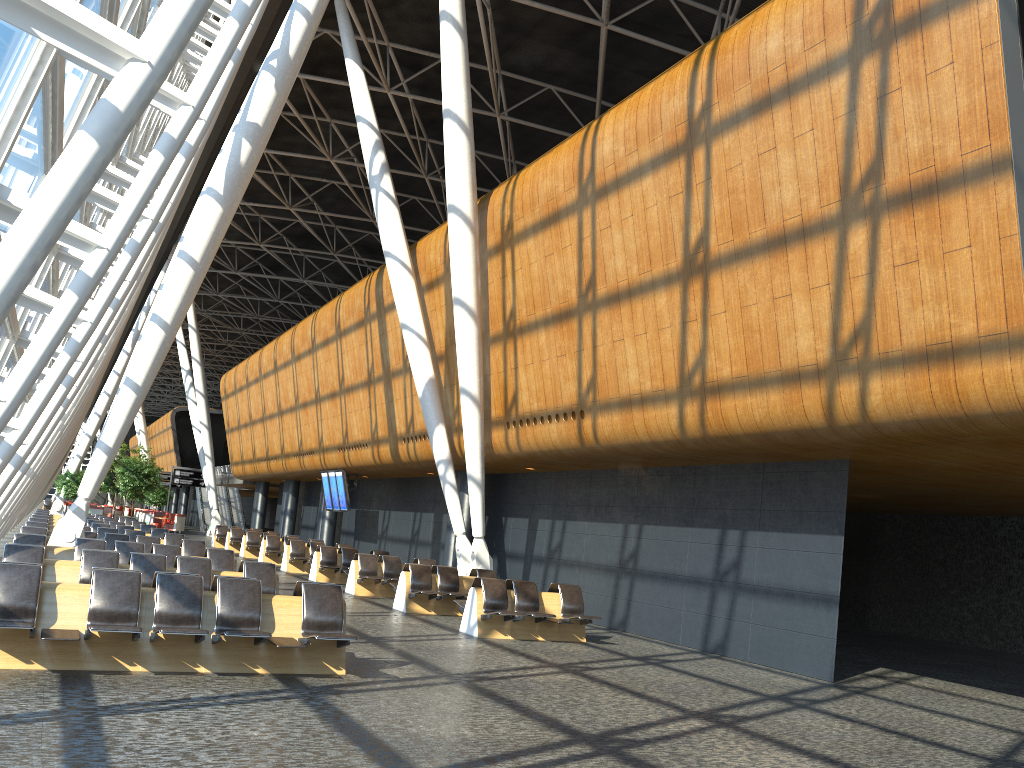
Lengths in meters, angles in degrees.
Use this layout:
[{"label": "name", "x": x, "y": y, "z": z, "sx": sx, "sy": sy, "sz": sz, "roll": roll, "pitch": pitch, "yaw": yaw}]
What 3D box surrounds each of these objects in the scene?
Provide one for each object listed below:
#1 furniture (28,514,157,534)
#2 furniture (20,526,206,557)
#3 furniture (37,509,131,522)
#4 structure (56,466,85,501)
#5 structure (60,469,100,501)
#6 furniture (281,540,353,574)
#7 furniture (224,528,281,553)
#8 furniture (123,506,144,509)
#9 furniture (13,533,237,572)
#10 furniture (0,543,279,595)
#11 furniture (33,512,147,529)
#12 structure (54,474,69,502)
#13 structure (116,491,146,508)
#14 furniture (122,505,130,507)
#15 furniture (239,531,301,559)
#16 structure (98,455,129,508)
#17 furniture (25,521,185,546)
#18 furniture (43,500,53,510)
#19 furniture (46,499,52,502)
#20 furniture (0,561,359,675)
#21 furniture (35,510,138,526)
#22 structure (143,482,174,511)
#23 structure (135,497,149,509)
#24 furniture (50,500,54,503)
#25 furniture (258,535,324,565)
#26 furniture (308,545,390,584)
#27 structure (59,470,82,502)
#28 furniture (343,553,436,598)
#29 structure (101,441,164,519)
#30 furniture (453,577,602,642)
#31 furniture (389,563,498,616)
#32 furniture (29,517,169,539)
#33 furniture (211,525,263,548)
[{"label": "furniture", "x": -11.520, "y": 4.182, "z": 24.289, "sx": 3.273, "sy": 0.861, "sz": 1.667, "roll": 11, "pitch": -10, "yaw": -27}, {"label": "furniture", "x": -7.359, "y": 3.204, "z": 16.309, "sx": 3.273, "sy": 0.861, "sz": 1.667, "roll": 11, "pitch": -10, "yaw": -27}, {"label": "furniture", "x": -15.681, "y": 5.160, "z": 32.268, "sx": 3.273, "sy": 0.861, "sz": 1.667, "roll": 11, "pitch": -10, "yaw": -27}, {"label": "structure", "x": -22.342, "y": 5.684, "z": 45.119, "sx": 1.861, "sy": 2.944, "sz": 1.940, "roll": 2, "pitch": -7, "yaw": 37}, {"label": "structure", "x": -20.929, "y": 5.477, "z": 42.580, "sx": 1.776, "sy": 2.756, "sz": 1.753, "roll": 4, "pitch": -6, "yaw": 20}, {"label": "furniture", "x": -5.330, "y": 4.816, "z": 24.387, "sx": 1.909, "sy": 0.861, "sz": 1.667, "roll": 10, "pitch": -10, "yaw": -27}, {"label": "furniture", "x": -9.492, "y": 5.794, "z": 32.367, "sx": 1.909, "sy": 0.861, "sz": 1.667, "roll": 10, "pitch": -10, "yaw": -27}, {"label": "furniture", "x": -34.629, "y": 11.703, "z": 80.571, "sx": 1.909, "sy": 0.861, "sz": 1.667, "roll": 10, "pitch": -10, "yaw": -27}, {"label": "furniture", "x": -5.972, "y": 2.878, "z": 13.649, "sx": 3.273, "sy": 0.861, "sz": 1.667, "roll": 11, "pitch": -10, "yaw": -27}, {"label": "furniture", "x": -4.585, "y": 2.552, "z": 10.989, "sx": 3.273, "sy": 0.861, "sz": 1.667, "roll": 11, "pitch": -10, "yaw": -27}, {"label": "furniture", "x": -12.907, "y": 4.508, "z": 26.948, "sx": 3.273, "sy": 0.861, "sz": 1.667, "roll": 11, "pitch": -10, "yaw": -27}, {"label": "structure", "x": -25.967, "y": 6.559, "z": 51.749, "sx": 1.800, "sy": 2.790, "sz": 1.777, "roll": 4, "pitch": -6, "yaw": 20}, {"label": "structure", "x": -24.657, "y": 7.326, "z": 57.315, "sx": 2.287, "sy": 3.447, "sz": 2.233, "roll": 7, "pitch": -6, "yaw": -14}, {"label": "furniture", "x": -40.178, "y": 13.007, "z": 91.210, "sx": 1.909, "sy": 0.861, "sz": 1.667, "roll": 10, "pitch": -10, "yaw": -27}, {"label": "furniture", "x": -8.105, "y": 5.468, "z": 29.707, "sx": 1.909, "sy": 0.861, "sz": 1.667, "roll": 10, "pitch": -10, "yaw": -27}, {"label": "structure", "x": -27.510, "y": 7.139, "z": 60.933, "sx": 3.095, "sy": 4.494, "sz": 5.801, "roll": 6, "pitch": -8, "yaw": -4}, {"label": "furniture", "x": -8.746, "y": 3.530, "z": 18.969, "sx": 3.273, "sy": 0.861, "sz": 1.667, "roll": 11, "pitch": -10, "yaw": -27}, {"label": "furniture", "x": -32.497, "y": 9.113, "z": 64.513, "sx": 3.273, "sy": 0.861, "sz": 1.667, "roll": 11, "pitch": -10, "yaw": -27}, {"label": "furniture", "x": -38.045, "y": 10.417, "z": 75.153, "sx": 3.273, "sy": 0.861, "sz": 1.667, "roll": 11, "pitch": -10, "yaw": -27}, {"label": "furniture", "x": -3.198, "y": 2.226, "z": 8.330, "sx": 3.273, "sy": 0.861, "sz": 1.667, "roll": 11, "pitch": -10, "yaw": -27}, {"label": "furniture", "x": -14.294, "y": 4.834, "z": 29.608, "sx": 3.273, "sy": 0.861, "sz": 1.667, "roll": 11, "pitch": -10, "yaw": -27}, {"label": "structure", "x": -22.014, "y": 7.484, "z": 54.700, "sx": 1.776, "sy": 2.756, "sz": 1.753, "roll": 4, "pitch": -6, "yaw": 20}, {"label": "structure", "x": -26.530, "y": 8.563, "z": 64.081, "sx": 1.930, "sy": 2.970, "sz": 1.906, "roll": 4, "pitch": -6, "yaw": 20}, {"label": "furniture", "x": -35.271, "y": 9.765, "z": 69.833, "sx": 3.273, "sy": 0.861, "sz": 1.667, "roll": 11, "pitch": -10, "yaw": -27}, {"label": "furniture", "x": -6.717, "y": 5.142, "z": 27.047, "sx": 1.909, "sy": 0.861, "sz": 1.667, "roll": 10, "pitch": -10, "yaw": -27}, {"label": "furniture", "x": -3.943, "y": 4.490, "z": 21.727, "sx": 1.909, "sy": 0.861, "sz": 1.667, "roll": 10, "pitch": -10, "yaw": -27}, {"label": "structure", "x": -24.226, "y": 6.218, "z": 48.916, "sx": 1.827, "sy": 2.828, "sz": 1.804, "roll": 4, "pitch": -6, "yaw": 20}, {"label": "furniture", "x": -2.556, "y": 4.164, "z": 19.068, "sx": 1.909, "sy": 0.861, "sz": 1.667, "roll": 10, "pitch": -10, "yaw": -27}, {"label": "structure", "x": -20.513, "y": 5.331, "z": 46.583, "sx": 3.118, "sy": 4.497, "sz": 5.814, "roll": 10, "pitch": -8, "yaw": -34}, {"label": "furniture", "x": 0.218, "y": 3.512, "z": 13.748, "sx": 1.909, "sy": 0.861, "sz": 1.667, "roll": 10, "pitch": -10, "yaw": -27}, {"label": "furniture", "x": -1.169, "y": 3.838, "z": 16.408, "sx": 1.909, "sy": 0.861, "sz": 1.667, "roll": 10, "pitch": -10, "yaw": -27}, {"label": "furniture", "x": -10.133, "y": 3.856, "z": 21.629, "sx": 3.273, "sy": 0.861, "sz": 1.667, "roll": 11, "pitch": -10, "yaw": -27}, {"label": "furniture", "x": -10.879, "y": 6.120, "z": 35.027, "sx": 1.909, "sy": 0.861, "sz": 1.667, "roll": 10, "pitch": -10, "yaw": -27}]
